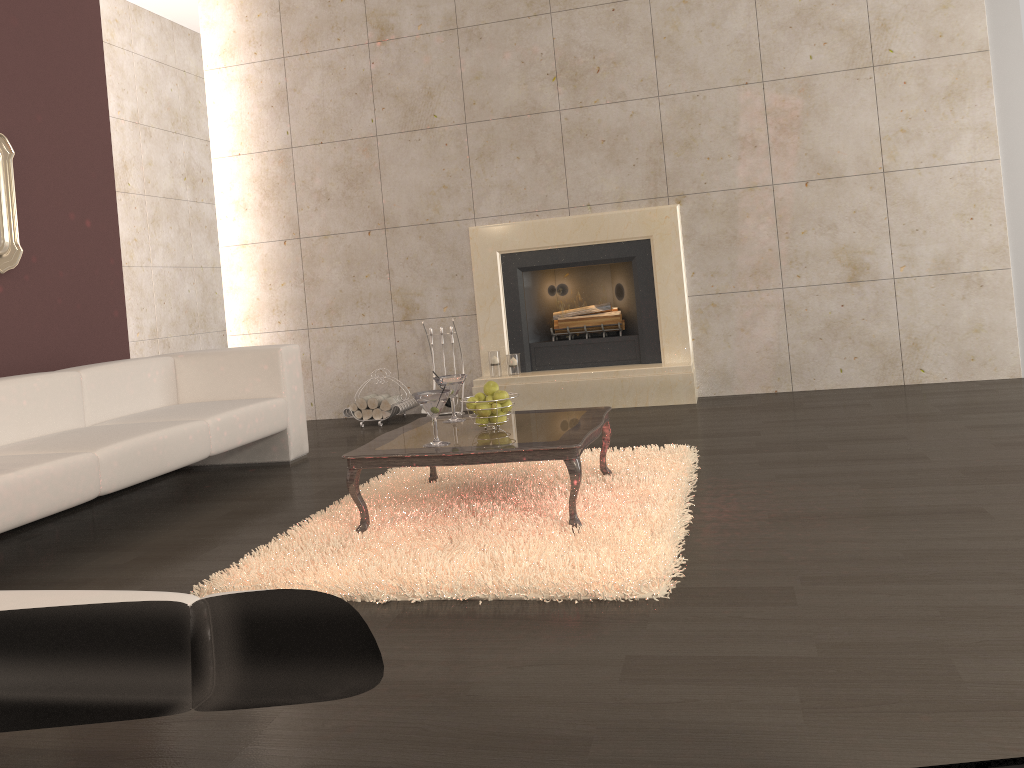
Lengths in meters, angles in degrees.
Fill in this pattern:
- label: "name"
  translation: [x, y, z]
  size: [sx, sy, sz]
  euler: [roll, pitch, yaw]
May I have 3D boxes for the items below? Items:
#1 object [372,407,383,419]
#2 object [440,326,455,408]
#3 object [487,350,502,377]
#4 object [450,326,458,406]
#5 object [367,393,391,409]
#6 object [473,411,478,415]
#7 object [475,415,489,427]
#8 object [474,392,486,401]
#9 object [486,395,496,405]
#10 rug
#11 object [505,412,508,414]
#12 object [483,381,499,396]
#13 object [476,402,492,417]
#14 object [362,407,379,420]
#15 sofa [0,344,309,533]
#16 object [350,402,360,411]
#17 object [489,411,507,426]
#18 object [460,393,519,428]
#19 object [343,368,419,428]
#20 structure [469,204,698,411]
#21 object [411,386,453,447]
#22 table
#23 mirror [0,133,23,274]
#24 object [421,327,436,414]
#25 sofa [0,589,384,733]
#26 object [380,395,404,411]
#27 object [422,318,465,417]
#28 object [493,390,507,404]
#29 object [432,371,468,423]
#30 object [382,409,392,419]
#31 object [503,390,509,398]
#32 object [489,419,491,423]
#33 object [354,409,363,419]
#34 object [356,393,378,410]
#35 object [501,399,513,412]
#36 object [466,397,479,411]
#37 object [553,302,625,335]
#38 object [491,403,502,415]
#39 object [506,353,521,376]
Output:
- label: "object"
  translation: [-0.906, 0.192, 6.249]
  size: [0.079, 0.076, 0.253]
  euler: [-5, 5, 14]
- label: "object"
  translation: [-0.481, -0.117, 6.272]
  size: [0.069, 0.588, 0.137]
  euler: [-6, -1, 38]
- label: "object"
  translation: [-0.120, -0.143, 6.226]
  size: [0.099, 0.183, 0.098]
  euler: [-6, 1, -33]
- label: "object"
  translation: [-0.412, -0.130, 6.228]
  size: [0.027, 0.565, 0.106]
  euler: [-5, -1, 7]
- label: "object"
  translation: [-0.940, 0.122, 6.256]
  size: [0.079, 0.076, 0.253]
  euler: [-5, 5, 14]
- label: "object"
  translation: [-0.129, 0.093, 3.488]
  size: [0.061, 0.062, 0.061]
  euler: [-6, 3, -21]
- label: "object"
  translation: [-0.116, 0.140, 3.440]
  size: [0.054, 0.055, 0.055]
  euler: [-4, 3, 25]
- label: "object"
  translation: [-0.125, 0.057, 3.461]
  size: [0.049, 0.049, 0.046]
  euler: [-4, 3, 28]
- label: "object"
  translation: [-0.080, 0.064, 3.423]
  size: [0.046, 0.043, 0.045]
  euler: [-6, 3, -15]
- label: "rug"
  translation: [-0.055, 0.474, 3.432]
  size: [1.505, 0.067, 2.012]
  euler: [-4, 6, 14]
- label: "object"
  translation: [-0.038, 0.100, 3.491]
  size: [0.051, 0.048, 0.051]
  euler: [-5, 3, 9]
- label: "object"
  translation: [-0.082, 0.019, 3.457]
  size: [0.062, 0.064, 0.063]
  euler: [-5, 3, 14]
- label: "object"
  translation: [-0.108, 0.096, 3.398]
  size: [0.066, 0.066, 0.066]
  euler: [-6, 3, -19]
- label: "object"
  translation: [-0.978, 0.195, 6.282]
  size: [0.082, 0.074, 0.278]
  euler: [-4, 6, 14]
- label: "sofa"
  translation: [-1.962, 0.275, 3.905]
  size: [0.941, 0.649, 2.803]
  euler: [-4, 6, 14]
- label: "object"
  translation: [-1.080, 0.148, 6.289]
  size: [0.057, 0.057, 0.253]
  euler: [-5, 6, 14]
- label: "object"
  translation: [-0.054, 0.129, 3.430]
  size: [0.069, 0.063, 0.067]
  euler: [-7, 3, -31]
- label: "object"
  translation: [-0.082, 0.111, 3.450]
  size: [0.235, 0.119, 0.233]
  euler: [-8, 5, -31]
- label: "object"
  translation: [-0.935, 0.081, 6.320]
  size: [0.430, 0.380, 0.505]
  euler: [-4, 4, 14]
- label: "structure"
  translation: [0.484, -0.528, 6.260]
  size: [1.521, 1.341, 0.590]
  euler: [-4, 1, 14]
- label: "object"
  translation: [-0.282, 0.112, 3.194]
  size: [0.151, 0.216, 0.152]
  euler: [-5, 2, 6]
- label: "table"
  translation: [-0.079, 0.327, 3.452]
  size: [0.902, 0.302, 0.920]
  euler: [-4, 6, 12]
- label: "mirror"
  translation: [-3.027, -0.924, 4.152]
  size: [0.047, 0.821, 1.795]
  euler: [-5, 5, 14]
- label: "object"
  translation: [-0.588, -0.099, 6.266]
  size: [0.126, 0.603, 0.115]
  euler: [-5, -1, -36]
- label: "sofa"
  translation: [-0.640, 0.451, 1.105]
  size: [2.021, 0.651, 0.949]
  euler: [-4, 4, 14]
- label: "object"
  translation: [-0.849, 0.131, 6.240]
  size: [0.080, 0.079, 0.264]
  euler: [-5, 5, 14]
- label: "object"
  translation: [-0.481, -0.116, 6.279]
  size: [0.262, 0.698, 0.217]
  euler: [-5, 0, 14]
- label: "object"
  translation: [-0.045, 0.050, 3.397]
  size: [0.053, 0.051, 0.054]
  euler: [-5, 3, 15]
- label: "object"
  translation: [-0.256, 0.050, 3.759]
  size: [0.151, 0.216, 0.151]
  euler: [-6, 2, -11]
- label: "object"
  translation: [-0.842, 0.197, 6.228]
  size: [0.061, 0.059, 0.245]
  euler: [-5, 6, 14]
- label: "object"
  translation: [-0.039, 0.055, 3.471]
  size: [0.057, 0.061, 0.062]
  euler: [-6, 3, -17]
- label: "object"
  translation: [-0.074, 0.138, 3.484]
  size: [0.042, 0.043, 0.044]
  euler: [-4, 3, 18]
- label: "object"
  translation: [-1.047, 0.198, 6.282]
  size: [0.057, 0.057, 0.253]
  euler: [-5, 6, 14]
- label: "object"
  translation: [-1.024, 0.123, 6.275]
  size: [0.081, 0.082, 0.253]
  euler: [-5, 5, 14]
- label: "object"
  translation: [-0.025, 0.084, 3.422]
  size: [0.053, 0.051, 0.054]
  euler: [-4, 3, 18]
- label: "object"
  translation: [-0.152, 0.078, 3.422]
  size: [0.054, 0.055, 0.053]
  euler: [-6, 3, -24]
- label: "object"
  translation: [0.553, -0.475, 6.390]
  size: [0.512, 0.212, 0.221]
  euler: [-4, 3, 14]
- label: "object"
  translation: [-0.061, 0.095, 3.388]
  size: [0.044, 0.045, 0.046]
  euler: [-5, 3, 6]
- label: "object"
  translation: [0.012, -0.139, 6.239]
  size: [0.107, 0.148, 0.108]
  euler: [-5, 2, 18]
